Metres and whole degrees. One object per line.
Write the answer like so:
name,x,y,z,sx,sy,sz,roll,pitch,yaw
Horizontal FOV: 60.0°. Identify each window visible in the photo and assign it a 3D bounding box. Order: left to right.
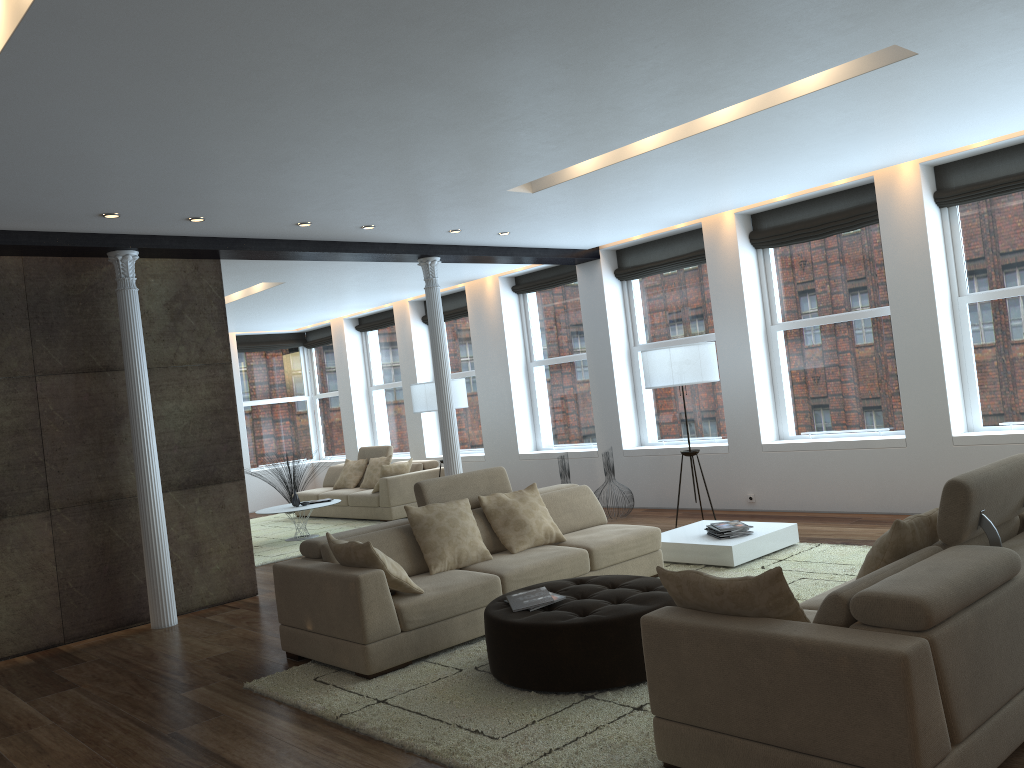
window,-4.162,0.324,15.557,1.474,2.400,0.123,-6,-1,-42
window,-1.885,0.042,14.138,0.123,2.400,1.444,-6,-1,-42
window,-2.542,0.843,24.178,34.761,17.917,13.698,-6,-1,-42
window,-0.696,-0.112,12.803,0.123,2.400,1.345,-6,-1,-42
window,0.676,-0.289,11.265,0.123,2.400,1.391,-6,-1,-42
window,1.877,-0.445,9.918,0.123,2.400,1.432,-6,-1,-42
window,3.094,-0.603,8.552,0.123,2.400,1.442,-6,-1,-42
window,4.316,-0.761,7.182,0.123,2.400,1.443,-6,-1,-42

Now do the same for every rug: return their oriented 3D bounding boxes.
rug,-2.953,1.941,11.682,2.972,0.020,4.231,-6,-1,-42
rug,1.045,1.402,5.286,4.231,0.020,2.972,-6,-1,-42

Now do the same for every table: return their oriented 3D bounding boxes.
table,-2.568,1.679,10.771,1.022,0.393,1.022,-7,-1,2
table,1.632,1.258,7.039,0.900,0.170,0.900,-6,-1,-42

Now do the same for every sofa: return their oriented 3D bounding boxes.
sofa,-2.058,1.378,12.519,1.018,0.950,2.581,-6,-1,-42
sofa,-0.198,1.087,5.981,2.581,0.950,1.021,-6,-1,-42
sofa,1.755,0.834,3.789,2.581,0.950,1.021,-6,-1,-42

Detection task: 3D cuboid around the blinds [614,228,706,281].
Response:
blinds,1.701,-1.446,9.877,0.183,0.395,1.431,-6,-1,-42

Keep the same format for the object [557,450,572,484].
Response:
object,0.600,1.123,9.816,0.458,0.781,0.458,-6,-1,-43

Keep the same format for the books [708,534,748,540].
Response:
books,1.663,1.162,6.857,0.220,0.010,0.300,-7,-1,-7

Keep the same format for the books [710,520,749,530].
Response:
books,1.680,1.092,6.860,0.220,0.010,0.300,-7,-1,-2

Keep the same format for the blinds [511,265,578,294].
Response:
blinds,0.505,-1.351,11.236,0.156,0.275,1.396,-6,-1,-42

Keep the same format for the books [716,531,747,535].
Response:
books,1.684,1.131,6.860,0.220,0.010,0.300,-7,-1,8

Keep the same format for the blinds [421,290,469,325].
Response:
blinds,-0.860,-1.115,12.773,0.156,0.393,1.342,-6,-1,-42

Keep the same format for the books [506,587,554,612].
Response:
books,0.092,1.132,4.670,0.220,0.040,0.301,-7,-1,-7

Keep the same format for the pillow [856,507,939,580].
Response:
pillow,1.561,0.725,3.611,0.301,0.439,0.534,-7,-1,44

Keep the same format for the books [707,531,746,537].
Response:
books,1.660,1.143,6.857,0.220,0.010,0.300,-7,-1,-7

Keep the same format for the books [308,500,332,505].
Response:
books,-2.379,1.456,10.947,0.300,0.010,0.220,-7,-1,-7

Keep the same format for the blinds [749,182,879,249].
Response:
blinds,2.933,-1.599,8.520,0.156,0.424,1.439,-6,-1,-42

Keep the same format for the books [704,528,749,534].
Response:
books,1.658,1.124,6.857,0.220,0.010,0.300,-6,-1,-17

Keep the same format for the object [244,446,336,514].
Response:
object,-3.422,1.501,13.725,1.125,1.014,1.119,-7,-1,34

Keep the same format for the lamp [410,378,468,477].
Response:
lamp,-0.841,0.826,11.220,0.698,1.728,0.698,-6,-1,-18

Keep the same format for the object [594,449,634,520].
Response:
object,1.070,1.065,9.614,0.458,0.781,0.458,-6,-1,-43

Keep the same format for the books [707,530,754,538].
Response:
books,1.686,1.150,6.860,0.220,0.010,0.300,-6,-1,-22

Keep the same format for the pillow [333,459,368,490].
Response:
pillow,-2.318,1.292,12.795,0.519,0.416,0.368,-7,-1,44

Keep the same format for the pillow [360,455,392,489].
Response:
pillow,-1.895,1.227,12.339,0.534,0.439,0.301,-7,-1,44

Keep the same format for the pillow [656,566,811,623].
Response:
pillow,0.844,0.827,3.279,0.518,0.393,0.395,-7,-1,45

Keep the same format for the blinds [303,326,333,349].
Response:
blinds,-3.256,-0.838,15.457,0.156,0.327,1.377,-6,-1,-42

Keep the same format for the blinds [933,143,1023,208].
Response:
blinds,4.152,-1.764,7.151,0.156,0.393,1.442,-6,-1,-42

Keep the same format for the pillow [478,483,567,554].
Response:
pillow,0.061,0.940,6.230,0.519,0.416,0.368,-6,-1,-37

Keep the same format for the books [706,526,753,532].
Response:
books,1.682,1.111,6.860,0.220,0.010,0.300,-6,-1,-27

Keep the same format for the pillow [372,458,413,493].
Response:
pillow,-1.565,1.202,11.615,0.395,0.393,0.518,-7,-1,45

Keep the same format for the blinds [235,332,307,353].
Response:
blinds,-4.238,-0.731,15.494,1.442,0.312,0.155,-6,-1,-42

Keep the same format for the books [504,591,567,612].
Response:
books,0.119,1.137,4.673,0.219,0.031,0.300,-6,-1,-27

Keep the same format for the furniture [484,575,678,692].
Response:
furniture,0.387,1.284,4.681,1.057,0.355,1.057,-6,-1,-40

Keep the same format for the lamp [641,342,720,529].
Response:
lamp,1.671,0.502,8.403,0.698,1.728,0.698,-6,-1,-18

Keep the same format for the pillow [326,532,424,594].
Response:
pillow,-0.812,1.041,5.137,0.395,0.393,0.518,-6,-1,-38

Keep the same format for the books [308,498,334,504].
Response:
books,-2.383,1.447,10.972,0.300,0.010,0.220,-6,-1,-27

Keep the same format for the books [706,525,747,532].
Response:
books,1.656,1.104,6.857,0.220,0.010,0.300,-7,-1,-7

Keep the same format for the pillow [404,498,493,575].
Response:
pillow,-0.410,0.980,5.822,0.534,0.439,0.301,-6,-1,-38

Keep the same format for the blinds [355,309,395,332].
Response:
blinds,-2.055,-1.020,14.106,0.156,0.275,1.442,-6,-1,-42
